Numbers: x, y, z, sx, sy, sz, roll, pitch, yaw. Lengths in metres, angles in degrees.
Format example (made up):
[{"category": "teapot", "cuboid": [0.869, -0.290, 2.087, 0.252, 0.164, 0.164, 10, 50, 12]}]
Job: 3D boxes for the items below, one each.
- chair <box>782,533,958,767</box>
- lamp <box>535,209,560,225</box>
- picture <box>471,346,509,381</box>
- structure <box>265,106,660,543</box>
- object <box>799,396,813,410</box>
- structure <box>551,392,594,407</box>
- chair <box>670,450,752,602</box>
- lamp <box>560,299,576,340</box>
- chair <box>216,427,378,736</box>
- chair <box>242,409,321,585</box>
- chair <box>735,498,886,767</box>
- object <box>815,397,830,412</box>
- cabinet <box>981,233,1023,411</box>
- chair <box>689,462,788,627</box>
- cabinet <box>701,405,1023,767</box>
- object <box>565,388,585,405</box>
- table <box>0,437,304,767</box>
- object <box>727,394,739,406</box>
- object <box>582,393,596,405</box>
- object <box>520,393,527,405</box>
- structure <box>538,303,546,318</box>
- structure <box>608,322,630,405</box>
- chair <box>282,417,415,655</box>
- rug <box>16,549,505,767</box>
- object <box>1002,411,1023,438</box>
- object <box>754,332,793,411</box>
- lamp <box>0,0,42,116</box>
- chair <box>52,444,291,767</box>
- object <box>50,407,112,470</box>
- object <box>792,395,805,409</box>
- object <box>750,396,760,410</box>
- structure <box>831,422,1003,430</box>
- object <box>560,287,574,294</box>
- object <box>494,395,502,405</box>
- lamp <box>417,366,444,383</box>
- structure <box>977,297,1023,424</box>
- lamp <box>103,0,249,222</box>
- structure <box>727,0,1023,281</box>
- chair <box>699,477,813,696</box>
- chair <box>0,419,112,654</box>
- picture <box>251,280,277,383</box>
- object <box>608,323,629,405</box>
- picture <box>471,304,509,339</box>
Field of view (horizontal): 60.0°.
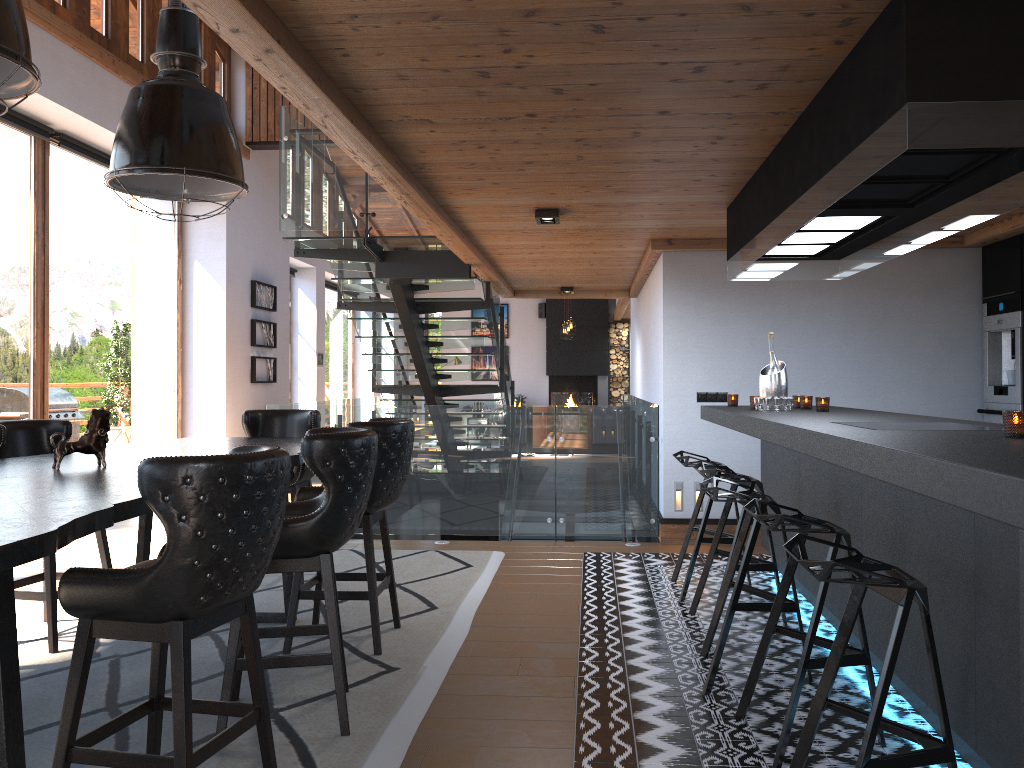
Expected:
[{"category": "chair", "cuboid": [0.969, 0.848, 2.330, 0.468, 0.839, 0.540, 0, 0, 6]}, {"category": "lamp", "cuboid": [0.234, -1.101, 5.801, 0.155, 0.068, 0.261, 0, 0, 5]}, {"category": "picture", "cuboid": [-0.519, -0.480, 20.818, 0.878, 0.816, 0.036, 0, -1, 4]}, {"category": "structure", "cuboid": [-3.013, 0.866, 9.067, 9.195, 6.399, 11.044, 0, 0, 5]}, {"category": "object", "cuboid": [1.783, 0.113, 5.374, 0.080, 0.081, 0.078, 0, 0, -31]}, {"category": "structure", "cuboid": [1.383, 0.451, 20.296, 0.981, 0.514, 0.184, 0, 0, 4]}, {"category": "chair", "cuboid": [1.214, 0.837, 5.353, 0.468, 0.839, 0.540, 0, 0, 5]}, {"category": "lamp", "cuboid": [1.107, -2.006, 17.845, 0.262, 2.202, 0.801, 0, 0, -4]}, {"category": "chair", "cuboid": [-0.795, 0.720, 3.356, 0.571, 1.092, 0.501, 0, 0, -12]}, {"category": "chair", "cuboid": [-1.483, 0.713, 5.617, 0.503, 1.092, 0.569, 0, 0, 3]}, {"category": "chair", "cuboid": [1.066, 0.845, 3.102, 0.469, 0.839, 0.539, 0, 0, 2]}, {"category": "object", "cuboid": [1.749, 0.115, 4.992, 0.080, 0.081, 0.078, 0, 0, -31]}, {"category": "cabinet", "cuboid": [3.577, 0.072, 3.593, 0.542, 2.381, 6.441, 0, 0, 5]}, {"category": "chair", "cuboid": [1.189, 0.840, 4.596, 0.469, 0.839, 0.539, 0, 0, 2]}, {"category": "cabinet", "cuboid": [1.564, 0.712, 3.846, 0.887, 1.104, 4.809, 0, 0, 5]}, {"category": "object", "cuboid": [1.268, 0.457, 17.194, 0.404, 0.808, 0.623, 0, 0, 16]}, {"category": "table", "cuboid": [-1.634, 0.811, 3.624, 1.427, 0.950, 3.803, 0, 0, 5]}, {"category": "object", "cuboid": [1.510, 0.111, 6.062, 0.078, 0.081, 0.080, 0, 0, 39]}, {"category": "object", "cuboid": [1.731, 0.704, 19.896, 0.311, 1.018, 0.304, 0, -1, -40]}, {"category": "object", "cuboid": [0.175, 0.445, 20.488, 0.338, 0.455, 0.337, 0, 0, 30]}, {"category": "structure", "cuboid": [0.715, -1.708, 20.671, 0.213, 0.349, 0.214, 0, 0, 4]}, {"category": "structure", "cuboid": [2.461, -0.101, 20.363, 0.501, 2.617, 0.513, 0, -1, 4]}, {"category": "chair", "cuboid": [-0.759, 0.717, 4.320, 0.567, 1.092, 0.505, 0, 0, 3]}, {"category": "rug", "cuboid": [-1.544, 1.265, 3.938, 2.547, 0.047, 5.641, 0, 0, 5]}, {"category": "object", "cuboid": [1.546, 0.123, 2.717, 0.080, 0.081, 0.078, 0, 0, -41]}, {"category": "object", "cuboid": [1.513, -0.071, 5.132, 0.226, 0.452, 0.225, 0, 0, 4]}, {"category": "lamp", "cuboid": [-1.681, -3.098, 2.515, 0.629, 4.685, 0.614, 0, -1, -41]}, {"category": "chair", "cuboid": [-0.933, 0.733, 2.542, 0.565, 1.092, 0.507, 0, 0, 13]}, {"category": "object", "cuboid": [-1.746, 0.219, 3.589, 0.223, 0.253, 0.114, 0, 0, -33]}, {"category": "object", "cuboid": [1.800, 0.113, 5.564, 0.080, 0.081, 0.078, 0, 0, -31]}, {"category": "object", "cuboid": [1.485, 0.114, 5.390, 0.080, 0.081, 0.078, 0, 0, -31]}, {"category": "structure", "cuboid": [1.562, 0.170, 3.423, 0.503, 0.017, 0.611, 0, 0, 5]}, {"category": "object", "cuboid": [0.656, -1.118, 10.534, 0.155, 0.068, 0.261, 0, 0, 5]}, {"category": "object", "cuboid": [-0.265, 0.419, 20.452, 0.262, 0.532, 0.423, 0, 0, -27]}, {"category": "lamp", "cuboid": [-1.626, 0.268, 19.733, 0.522, 1.899, 1.334, 0, 0, 26]}, {"category": "structure", "cuboid": [3.648, -0.142, 6.503, 0.255, 0.945, 0.598, 0, 0, 5]}, {"category": "lamp", "cuboid": [-1.539, -3.104, 4.104, 0.629, 4.685, 0.614, 0, -1, -41]}, {"category": "structure", "cuboid": [1.588, -0.893, 4.048, 0.709, 0.476, 3.256, 0, 0, 5]}, {"category": "chair", "cuboid": [1.048, 0.843, 3.818, 0.467, 0.839, 0.541, 0, 0, 11]}, {"category": "chair", "cuboid": [-2.328, 0.728, 4.370, 0.565, 1.092, 0.507, 0, 0, 13]}, {"category": "picture", "cuboid": [-3.267, -0.670, 11.687, 0.059, 1.312, 0.775, 0, 0, 5]}, {"category": "object", "cuboid": [2.455, -0.094, 20.373, 0.493, 2.612, 0.467, 0, -1, 4]}, {"category": "picture", "cuboid": [-0.520, -1.475, 20.828, 0.878, 0.816, 0.036, 0, -1, 4]}]
